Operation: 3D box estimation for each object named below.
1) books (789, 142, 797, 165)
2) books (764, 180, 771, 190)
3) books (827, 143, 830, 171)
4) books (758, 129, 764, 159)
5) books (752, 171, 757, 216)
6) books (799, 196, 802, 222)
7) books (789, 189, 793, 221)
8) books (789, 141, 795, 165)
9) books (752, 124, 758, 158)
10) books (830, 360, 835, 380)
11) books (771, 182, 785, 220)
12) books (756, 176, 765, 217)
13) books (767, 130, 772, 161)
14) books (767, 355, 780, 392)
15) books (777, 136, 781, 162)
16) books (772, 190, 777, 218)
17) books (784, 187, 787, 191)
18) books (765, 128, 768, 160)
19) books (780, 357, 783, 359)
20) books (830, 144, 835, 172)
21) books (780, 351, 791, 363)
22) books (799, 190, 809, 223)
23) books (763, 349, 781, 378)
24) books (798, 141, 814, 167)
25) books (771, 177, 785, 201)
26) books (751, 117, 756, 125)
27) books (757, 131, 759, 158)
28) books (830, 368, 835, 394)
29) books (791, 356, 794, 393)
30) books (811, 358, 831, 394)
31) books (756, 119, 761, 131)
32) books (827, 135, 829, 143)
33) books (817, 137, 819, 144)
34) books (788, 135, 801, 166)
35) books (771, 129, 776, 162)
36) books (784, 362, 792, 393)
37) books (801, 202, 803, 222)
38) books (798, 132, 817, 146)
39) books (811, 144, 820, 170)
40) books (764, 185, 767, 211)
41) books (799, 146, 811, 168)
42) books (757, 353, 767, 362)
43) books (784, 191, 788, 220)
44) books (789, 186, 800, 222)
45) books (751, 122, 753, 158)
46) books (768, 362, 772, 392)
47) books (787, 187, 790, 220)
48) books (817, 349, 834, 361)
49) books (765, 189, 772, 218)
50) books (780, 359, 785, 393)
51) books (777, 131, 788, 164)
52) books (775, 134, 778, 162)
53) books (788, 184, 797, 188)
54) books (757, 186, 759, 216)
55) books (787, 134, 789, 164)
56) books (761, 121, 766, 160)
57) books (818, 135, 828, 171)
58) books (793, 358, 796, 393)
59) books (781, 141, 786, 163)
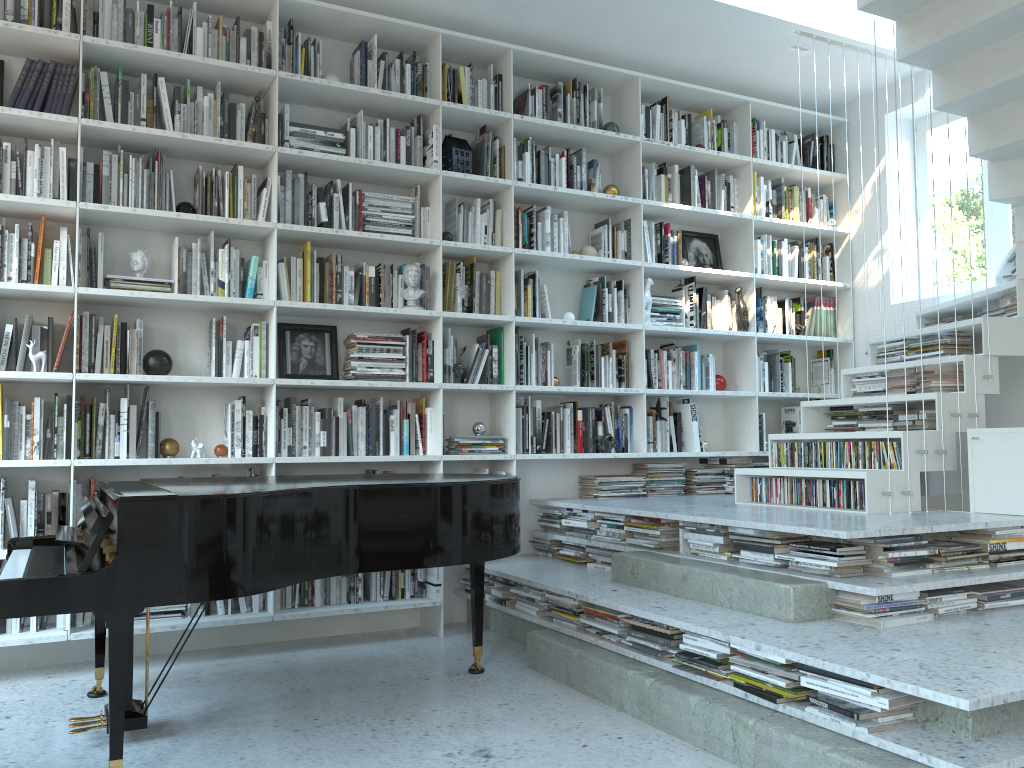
[{"bbox_3d":[1.834,-1.497,5.958,0.057,0.212,0.163,1,-4,-27],"label":"books"},{"bbox_3d":[1.616,-1.169,5.741,0.023,0.263,0.158,1,-4,-27],"label":"books"},{"bbox_3d":[2.111,-1.508,6.093,0.014,0.248,0.185,1,-4,-27],"label":"books"},{"bbox_3d":[1.576,-1.521,5.818,0.023,0.243,0.182,1,-4,-27],"label":"books"},{"bbox_3d":[1.498,-1.188,5.669,0.010,0.294,0.183,1,-4,-27],"label":"books"},{"bbox_3d":[1.863,-1.132,5.930,0.013,0.212,0.187,1,-4,-27],"label":"books"},{"bbox_3d":[1.774,-1.144,5.812,0.013,0.222,0.174,1,-4,-27],"label":"books"},{"bbox_3d":[1.858,-1.507,5.985,0.010,0.235,0.131,1,-4,-27],"label":"books"},{"bbox_3d":[1.534,-1.536,5.785,0.012,0.269,0.184,1,-4,-27],"label":"books"},{"bbox_3d":[2.127,-0.035,6.024,0.022,0.237,0.152,1,-4,-27],"label":"books"},{"bbox_3d":[1.698,-1.163,5.770,0.023,0.253,0.189,1,-4,-27],"label":"books"},{"bbox_3d":[1.539,-1.172,5.679,0.026,0.263,0.189,1,-4,-27],"label":"books"},{"bbox_3d":[1.650,-1.526,5.863,0.022,0.259,0.163,1,-4,-27],"label":"books"},{"bbox_3d":[1.662,-0.056,5.754,0.027,0.248,0.184,1,-4,-27],"label":"books"},{"bbox_3d":[1.731,-1.513,5.904,0.025,0.237,0.144,1,-4,-27],"label":"books"},{"bbox_3d":[1.669,-1.141,5.774,0.025,0.211,0.135,1,-4,-27],"label":"books"},{"bbox_3d":[1.744,-1.154,5.808,0.022,0.242,0.144,1,-4,-27],"label":"books"},{"bbox_3d":[1.626,-1.534,5.857,0.027,0.275,0.148,1,-4,-27],"label":"books"},{"bbox_3d":[1.729,-0.048,5.830,0.027,0.242,0.132,1,-4,-27],"label":"books"},{"bbox_3d":[2.135,-1.503,6.091,0.025,0.237,0.187,1,-4,-27],"label":"books"},{"bbox_3d":[1.774,-0.070,5.832,0.011,0.284,0.161,1,-4,-27],"label":"books"},{"bbox_3d":[1.929,-1.154,5.971,0.022,0.261,0.160,1,-4,-27],"label":"books"},{"bbox_3d":[1.704,-0.077,5.808,0.013,0.297,0.141,1,-4,-27],"label":"books"},{"bbox_3d":[1.975,-1.511,6.031,0.068,0.247,0.160,1,-4,-27],"label":"books"},{"bbox_3d":[1.716,-1.183,5.785,0.022,0.296,0.152,1,-4,-27],"label":"books"},{"bbox_3d":[1.553,-1.564,5.825,0.014,0.331,0.143,1,-4,-27],"label":"books"},{"bbox_3d":[1.548,-1.515,5.795,0.022,0.229,0.175,1,-4,-27],"label":"books"},{"bbox_3d":[2.111,-0.008,6.003,0.028,0.181,0.167,1,-4,-27],"label":"books"},{"bbox_3d":[1.799,-0.053,5.857,0.012,0.254,0.161,1,-4,-27],"label":"books"},{"bbox_3d":[2.089,-0.045,6.002,0.012,0.254,0.161,1,-4,-27],"label":"books"},{"bbox_3d":[1.584,-1.561,5.843,0.012,0.326,0.151,1,-4,-27],"label":"books"},{"bbox_3d":[2.138,-1.541,6.129,0.014,0.318,0.144,1,-4,-27],"label":"books"},{"bbox_3d":[2.049,-1.530,6.078,0.012,0.292,0.140,1,-4,-27],"label":"books"},{"bbox_3d":[1.889,-1.527,5.999,0.069,0.277,0.132,1,-4,-27],"label":"books"},{"bbox_3d":[1.673,-1.528,5.876,0.029,0.264,0.179,1,-4,-27],"label":"books"},{"bbox_3d":[1.764,-0.031,5.815,0.021,0.205,0.174,1,-4,-27],"label":"books"},{"bbox_3d":[1.895,-1.114,5.973,0.034,0.182,0.156,1,-4,-27],"label":"books"},{"bbox_3d":[2.020,-1.542,6.059,0.014,0.313,0.162,1,-4,-27],"label":"books"},{"bbox_3d":[2.020,-1.495,6.030,0.012,0.216,0.192,1,-4,-27],"label":"books"},{"bbox_3d":[1.567,-1.151,5.705,0.049,0.223,0.161,1,-4,-27],"label":"books"},{"bbox_3d":[1.942,-1.486,5.994,0.024,0.193,0.186,1,-4,-27],"label":"books"},{"bbox_3d":[1.601,-0.065,5.760,0.024,0.267,0.133,1,-4,-27],"label":"books"},{"bbox_3d":[1.731,-1.137,5.794,0.014,0.206,0.184,1,-4,-27],"label":"books"},{"bbox_3d":[1.788,-1.152,5.845,0.042,0.242,0.248,1,-4,-27],"label":"books"},{"bbox_3d":[1.517,-1.544,5.792,0.013,0.286,0.150,1,-4,-27],"label":"books"},{"bbox_3d":[1.627,-0.035,5.764,0.025,0.208,0.149,1,-4,-27],"label":"books"},{"bbox_3d":[1.759,-1.152,5.816,0.012,0.237,0.166,1,-4,-27],"label":"books"},{"bbox_3d":[2.138,-0.073,6.041,0.013,0.315,0.129,1,-4,-27],"label":"books"},{"bbox_3d":[1.602,-1.135,5.715,0.024,0.193,0.190,1,-4,-27],"label":"books"},{"bbox_3d":[1.719,-0.044,5.806,0.014,0.230,0.172,1,-4,-27],"label":"books"},{"bbox_3d":[1.786,-1.534,5.945,0.012,0.285,0.159,1,-4,-27],"label":"books"},{"bbox_3d":[1.704,-1.519,5.900,0.027,0.249,0.154,1,-4,-27],"label":"books"},{"bbox_3d":[1.847,-1.172,5.939,0.010,0.295,0.165,1,-4,-27],"label":"books"},{"bbox_3d":[1.513,-1.144,5.674,0.024,0.205,0.166,1,-4,-27],"label":"books"},{"bbox_3d":[1.800,-1.523,5.946,0.015,0.263,0.143,1,-4,-27],"label":"books"},{"bbox_3d":[1.601,-1.551,5.834,0.012,0.306,0.184,1,-4,-27],"label":"books"},{"bbox_3d":[2.075,-1.529,6.056,0.014,0.286,0.190,1,-4,-27],"label":"books"},{"bbox_3d":[1.812,-0.046,5.858,0.013,0.239,0.166,1,-4,-27],"label":"books"},{"bbox_3d":[1.765,-1.497,5.924,0.026,0.208,0.163,1,-4,-27],"label":"books"}]
